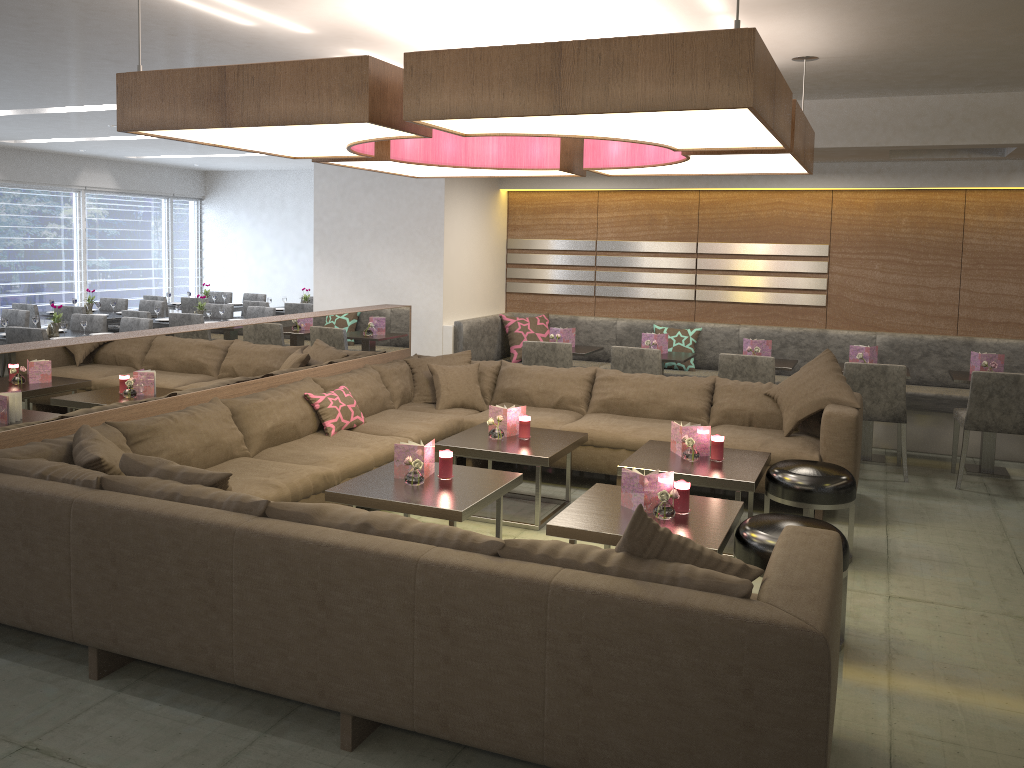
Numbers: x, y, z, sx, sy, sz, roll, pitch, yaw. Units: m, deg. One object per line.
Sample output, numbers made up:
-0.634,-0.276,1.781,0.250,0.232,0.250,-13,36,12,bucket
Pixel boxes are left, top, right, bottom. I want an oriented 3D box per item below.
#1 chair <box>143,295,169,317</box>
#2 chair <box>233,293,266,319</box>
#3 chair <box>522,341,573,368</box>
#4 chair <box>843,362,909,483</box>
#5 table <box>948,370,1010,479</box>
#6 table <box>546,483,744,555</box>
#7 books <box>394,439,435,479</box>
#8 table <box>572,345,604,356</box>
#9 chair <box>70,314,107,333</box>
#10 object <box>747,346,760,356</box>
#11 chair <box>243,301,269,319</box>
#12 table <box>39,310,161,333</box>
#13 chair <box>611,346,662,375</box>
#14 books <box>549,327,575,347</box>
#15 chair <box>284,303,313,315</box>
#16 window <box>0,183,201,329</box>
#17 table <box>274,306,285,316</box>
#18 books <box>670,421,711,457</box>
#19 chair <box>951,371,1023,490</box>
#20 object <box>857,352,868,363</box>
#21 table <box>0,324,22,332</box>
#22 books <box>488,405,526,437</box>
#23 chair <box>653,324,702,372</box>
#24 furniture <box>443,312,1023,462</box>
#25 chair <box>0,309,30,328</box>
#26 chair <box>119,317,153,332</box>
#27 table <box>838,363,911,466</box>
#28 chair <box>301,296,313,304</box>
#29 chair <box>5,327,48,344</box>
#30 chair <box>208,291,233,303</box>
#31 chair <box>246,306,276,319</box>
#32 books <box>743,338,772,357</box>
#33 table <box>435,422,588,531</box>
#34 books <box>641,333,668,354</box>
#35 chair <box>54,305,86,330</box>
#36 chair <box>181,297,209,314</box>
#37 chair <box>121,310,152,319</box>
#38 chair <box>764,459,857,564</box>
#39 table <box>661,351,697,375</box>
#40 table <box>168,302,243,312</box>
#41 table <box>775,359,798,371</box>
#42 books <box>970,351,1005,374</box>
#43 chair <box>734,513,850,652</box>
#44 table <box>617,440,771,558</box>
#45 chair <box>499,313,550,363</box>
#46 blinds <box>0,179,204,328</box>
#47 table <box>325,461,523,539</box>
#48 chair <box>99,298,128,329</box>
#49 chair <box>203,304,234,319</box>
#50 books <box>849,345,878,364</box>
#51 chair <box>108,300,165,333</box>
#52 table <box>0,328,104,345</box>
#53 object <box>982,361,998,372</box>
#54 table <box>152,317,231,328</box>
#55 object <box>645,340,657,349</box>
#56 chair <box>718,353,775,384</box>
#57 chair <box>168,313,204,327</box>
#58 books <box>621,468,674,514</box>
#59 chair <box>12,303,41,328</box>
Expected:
-4.267,-0.729,11.020,0.478,0.757,0.495,4,7,27,chair
-3.496,-0.785,11.473,0.478,0.757,0.495,4,7,27,chair
0.312,0.029,6.864,0.477,0.757,0.495,3,6,15,chair
2.425,0.213,5.988,0.477,0.757,0.495,3,6,18,chair
3.247,0.280,6.012,0.507,0.650,0.509,4,7,22,table
0.557,0.726,3.612,0.659,0.409,0.662,4,8,22,table
-0.413,0.350,4.063,0.258,0.163,0.144,-1,7,-13,books
0.419,0.033,7.184,0.507,0.650,0.509,4,7,22,table
-3.939,-0.226,7.895,0.477,0.757,0.495,3,6,17,chair
1.778,-0.220,6.511,0.094,0.125,0.102,0,7,-13,object
-2.866,-0.607,10.439,0.478,0.757,0.495,4,7,27,chair
-4.567,-0.451,9.622,1.191,0.630,0.782,5,8,22,table
0.993,0.086,6.595,0.478,0.757,0.495,5,7,29,chair
0.414,-0.381,7.254,0.143,0.163,0.158,7,9,42,books
-2.357,-0.573,10.291,0.477,0.757,0.495,3,6,17,chair
-5.631,-1.649,12.168,0.159,2.056,3.684,3,8,22,window
-2.480,-0.575,10.681,1.191,0.630,0.782,5,8,22,table
0.935,0.288,4.634,0.157,0.163,0.144,0,7,-12,books
3.118,0.277,5.681,0.478,0.757,0.495,4,6,22,chair
2.475,-0.159,6.225,0.096,0.125,0.106,4,7,23,object
-5.225,-0.215,8.048,1.191,0.630,0.782,5,8,22,table
-0.027,0.204,5.035,0.143,0.163,0.158,7,9,42,books
1.377,-0.295,7.491,0.427,0.393,0.220,4,6,23,chair
1.711,0.254,5.338,5.657,0.847,4.286,5,10,22,furniture
-4.840,-0.303,8.260,0.478,0.757,0.495,4,7,27,chair
-3.439,-0.181,7.679,0.478,0.757,0.495,4,7,27,chair
2.540,0.218,6.305,0.507,0.650,0.509,4,7,22,table
-2.595,-0.708,11.108,0.477,0.757,0.495,3,6,17,chair
-3.702,-0.091,7.078,0.477,0.757,0.495,3,6,17,chair
-3.996,-0.830,11.689,0.477,0.757,0.495,3,6,17,chair
-2.780,-0.417,9.254,0.478,0.757,0.495,4,7,27,chair
1.847,-0.256,6.660,0.157,0.163,0.144,0,7,-12,books
0.004,0.505,4.924,0.659,0.409,0.662,4,8,22,table
1.125,-0.319,6.960,0.143,0.163,0.158,7,9,42,books
-4.444,-0.449,9.233,0.477,0.757,0.495,3,6,17,chair
-3.758,-0.695,10.872,0.477,0.757,0.495,3,6,17,chair
-3.551,-0.361,8.800,0.478,0.757,0.495,4,7,27,chair
1.456,0.611,4.334,0.422,0.448,0.426,2,7,4,chair
1.126,0.095,6.891,0.507,0.650,0.509,4,7,22,table
-3.881,-0.697,11.261,1.191,0.630,0.782,5,8,22,table
1.833,0.157,6.598,0.507,0.650,0.509,4,7,22,table
3.263,-0.133,6.074,0.157,0.163,0.144,2,7,2,books
1.070,0.749,3.414,0.423,0.448,0.425,3,7,19,chair
0.943,0.587,4.535,0.659,0.409,0.662,4,8,22,table
0.160,-0.405,7.823,0.491,0.424,0.297,-2,7,-24,chair
-5.530,-1.668,12.134,0.045,2.027,3.676,3,8,22,blinds
-0.382,0.644,4.001,0.659,0.409,0.662,4,8,22,table
-4.681,-0.584,10.050,0.477,0.757,0.495,3,6,17,chair
-3.280,-0.462,9.470,0.477,0.757,0.495,3,6,17,chair
2.534,-0.196,6.375,0.143,0.163,0.158,7,9,42,books
-4.181,-0.539,9.834,0.478,0.757,0.495,4,7,27,chair
-3.824,-0.092,7.467,1.191,0.630,0.782,5,8,22,table
3.201,-0.095,5.916,0.093,0.125,0.107,-3,8,-36,object
-3.166,-0.329,9.042,1.191,0.630,0.782,5,8,22,table
1.064,-0.283,6.813,0.110,0.125,0.092,-3,8,-35,object
1.697,0.149,6.297,0.478,0.757,0.495,4,7,25,chair
-3.043,-0.327,8.652,0.477,0.757,0.495,3,6,17,chair
0.559,0.435,3.660,0.158,0.163,0.144,-3,8,-32,books
-4.952,-0.484,9.381,0.478,0.757,0.495,4,7,27,chair
